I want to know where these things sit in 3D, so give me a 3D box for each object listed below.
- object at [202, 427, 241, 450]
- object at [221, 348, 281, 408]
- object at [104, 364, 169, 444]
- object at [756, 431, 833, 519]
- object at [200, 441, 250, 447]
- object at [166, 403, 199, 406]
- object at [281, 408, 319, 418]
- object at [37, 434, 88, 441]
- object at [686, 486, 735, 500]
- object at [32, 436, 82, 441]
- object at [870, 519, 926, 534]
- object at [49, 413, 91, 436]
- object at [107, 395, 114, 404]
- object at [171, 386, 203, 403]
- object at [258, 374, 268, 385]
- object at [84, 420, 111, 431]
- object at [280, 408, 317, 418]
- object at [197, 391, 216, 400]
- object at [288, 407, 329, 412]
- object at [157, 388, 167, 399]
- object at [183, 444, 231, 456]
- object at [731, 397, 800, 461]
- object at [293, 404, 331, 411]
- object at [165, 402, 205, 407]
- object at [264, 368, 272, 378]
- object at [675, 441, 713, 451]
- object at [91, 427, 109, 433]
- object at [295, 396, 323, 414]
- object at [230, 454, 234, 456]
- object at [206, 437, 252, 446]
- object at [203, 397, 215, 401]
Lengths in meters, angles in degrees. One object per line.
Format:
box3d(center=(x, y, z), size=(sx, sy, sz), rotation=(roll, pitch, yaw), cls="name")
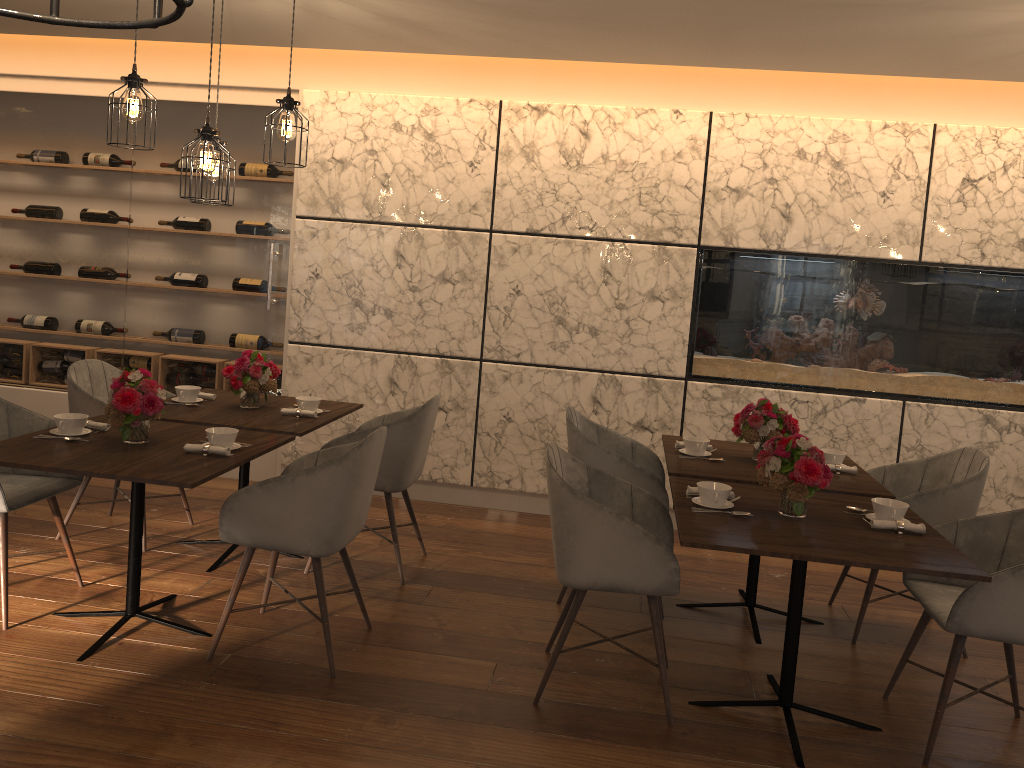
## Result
box3d(center=(-1.125, 0.215, 3.431), size=(0.148, 0.072, 0.149), rotation=(3, 7, -15), cls="object")
box3d(center=(-1.290, -0.036, 4.370), size=(0.235, 0.300, 0.306), rotation=(8, 7, 29), cls="object")
box3d(center=(-1.450, 0.073, 3.435), size=(0.234, 0.300, 0.307), rotation=(3, 6, -15), cls="object")
box3d(center=(0.998, 0.309, 3.111), size=(0.234, 0.300, 0.307), rotation=(3, 6, -15), cls="object")
box3d(center=(-1.143, 0.238, 3.514), size=(0.211, 0.004, 0.022), rotation=(5, 7, 7), cls="object")
box3d(center=(-1.604, 0.095, 4.279), size=(0.197, 0.015, 0.043), rotation=(6, 7, 11), cls="object")
box3d(center=(-1.022, 0.138, 4.264), size=(0.192, 0.024, 0.025), rotation=(5, 6, 8), cls="object")
box3d(center=(-1.719, 0.208, 3.397), size=(0.211, 0.004, 0.022), rotation=(5, 7, 7), cls="object")
box3d(center=(0.731, 0.401, 3.264), size=(0.175, 0.039, 0.056), rotation=(5, 6, 7), cls="object")
box3d(center=(-1.730, 0.205, 3.363), size=(0.197, 0.015, 0.043), rotation=(5, 7, 4), cls="object")
box3d(center=(1.306, 0.481, 2.995), size=(0.175, 0.039, 0.056), rotation=(5, 6, 7), cls="object")
box3d(center=(-1.731, 0.162, 3.475), size=(0.148, 0.072, 0.149), rotation=(3, 7, -15), cls="object")
box3d(center=(-1.531, 0.066, 3.437), size=(0.077, 0.052, 0.050), rotation=(1, 7, -27), cls="object")
box3d(center=(-1.606, 0.053, 4.384), size=(0.148, 0.072, 0.149), rotation=(3, 7, -15), cls="object")
box3d(center=(-1.234, -0.025, 4.312), size=(0.077, 0.052, 0.050), rotation=(7, 6, 17), cls="object")
box3d(center=(-1.717, 0.165, 3.589), size=(0.175, 0.039, 0.056), rotation=(5, 6, 7), cls="object")
box3d(center=(-1.017, 0.137, 4.228), size=(0.175, 0.039, 0.056), rotation=(5, 6, 7), cls="object")
box3d(center=(-1.592, 0.056, 4.498), size=(0.175, 0.039, 0.056), rotation=(5, 6, 7), cls="object")
box3d(center=(-1.018, 0.129, 4.423), size=(0.211, 0.004, 0.022), rotation=(5, 7, 7), cls="object")
box3d(center=(-1.373, 0.042, 3.420), size=(0.077, 0.052, 0.046), rotation=(1, 7, -30), cls="object")
box3d(center=(-1.142, 0.246, 3.320), size=(0.175, 0.039, 0.056), rotation=(5, 6, 7), cls="object")
box3d(center=(1.157, 0.199, 4.049), size=(0.305, 0.300, 0.235), rotation=(5, 5, 9), cls="object")
box3d(center=(-1.006, 0.120, 4.456), size=(0.197, 0.015, 0.043), rotation=(5, 7, 4), cls="object")
box3d(center=(-1.593, 0.099, 4.306), size=(0.211, 0.004, 0.022), rotation=(5, 7, 7), cls="object")
box3d(center=(-1.216, -0.057, 4.332), size=(0.076, 0.052, 0.048), rotation=(3, 6, -13), cls="object")
box3d(center=(0.856, 0.292, 4.173), size=(0.175, 0.039, 0.056), rotation=(5, 6, 7), cls="object")
box3d(center=(-1.713, 0.177, 3.554), size=(0.192, 0.024, 0.025), rotation=(5, 6, 8), cls="object")
box3d(center=(-1.000, 0.106, 4.340), size=(0.148, 0.072, 0.149), rotation=(3, 7, -15), cls="object")
box3d(center=(-1.147, 0.247, 3.356), size=(0.192, 0.024, 0.025), rotation=(5, 6, 8), cls="object")
box3d(center=(-1.131, 0.229, 3.548), size=(0.197, 0.015, 0.043), rotation=(5, 7, 4), cls="object")
box3d(center=(-1.588, 0.068, 4.463), size=(0.192, 0.024, 0.025), rotation=(5, 6, 8), cls="object")
